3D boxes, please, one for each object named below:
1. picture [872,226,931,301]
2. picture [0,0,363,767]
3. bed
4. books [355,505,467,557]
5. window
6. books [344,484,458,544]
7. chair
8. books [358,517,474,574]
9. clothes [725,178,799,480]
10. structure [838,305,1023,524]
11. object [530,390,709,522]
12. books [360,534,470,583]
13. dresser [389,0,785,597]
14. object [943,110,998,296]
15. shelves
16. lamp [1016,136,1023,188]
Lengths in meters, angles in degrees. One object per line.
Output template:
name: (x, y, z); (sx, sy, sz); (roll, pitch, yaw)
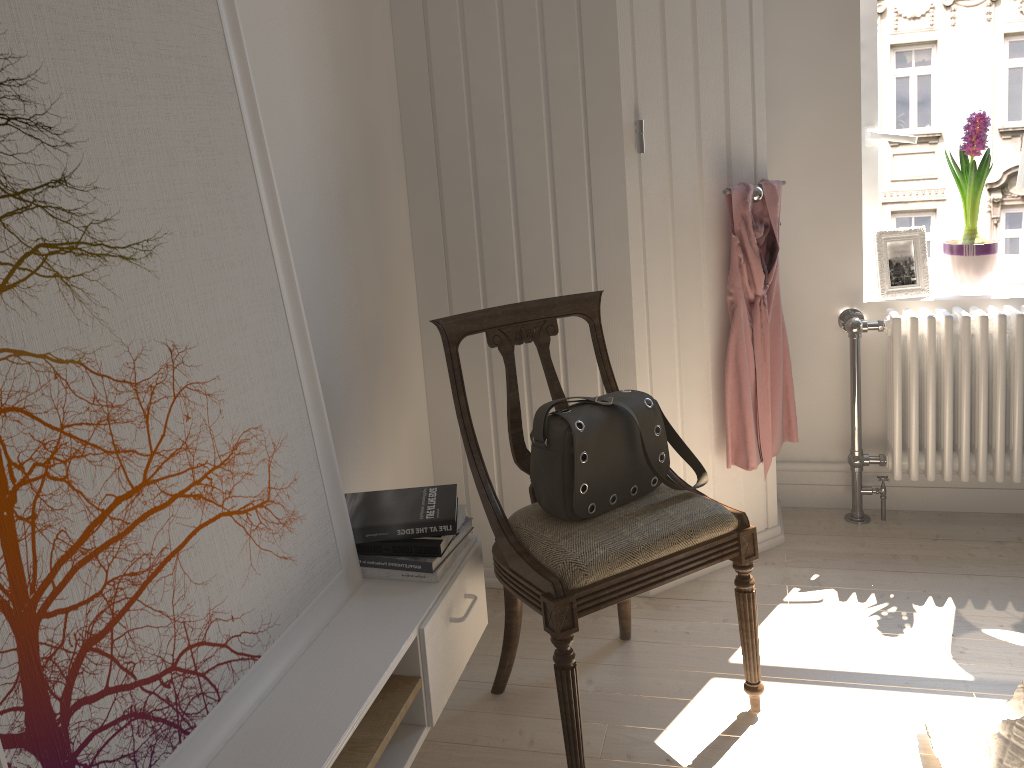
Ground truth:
picture: (1.252, -0.387, 2.831); (0.176, 0.222, 0.050); (-5, 10, -5)
picture: (-0.518, -0.062, 1.244); (0.163, 1.143, 0.870); (-2, 11, 15)
bed: (1.642, 0.657, 0.618); (2.209, 0.621, 1.992); (0, 15, 15)
books: (-0.233, 0.297, 1.815); (0.239, 0.027, 0.194); (-1, 15, 13)
window: (1.577, -1.194, 2.794); (0.948, 1.754, 0.112); (-2, 10, 15)
books: (-0.243, 0.267, 1.817); (0.258, 0.032, 0.195); (-5, 14, -2)
chair: (0.175, 0.285, 1.970); (0.524, 0.876, 0.543); (-10, 12, -29)
books: (-0.238, 0.321, 1.824); (0.258, 0.022, 0.216); (1, 15, 20)
clothes: (0.716, -0.151, 2.557); (0.093, 0.863, 0.333); (5, 13, 44)
structure: (1.570, 0.103, 2.681); (1.067, 0.671, 0.169); (-1, 10, 15)
object: (0.223, 0.132, 1.927); (0.403, 0.244, 0.215); (-12, 14, -29)
books: (-0.231, 0.345, 1.818); (0.242, 0.022, 0.195); (0, 15, 17)
dresser: (0.263, -0.743, 2.595); (1.024, 2.542, 0.714); (-2, 10, 15)
object: (1.451, -0.571, 2.792); (0.156, 0.568, 0.159); (-4, 10, 1)
shelves: (-0.343, 0.575, 1.422); (0.367, 0.206, 1.137); (-1, 15, 15)
lamp: (1.732, -0.604, 2.690); (0.339, 0.642, 0.347); (1, 12, 27)
